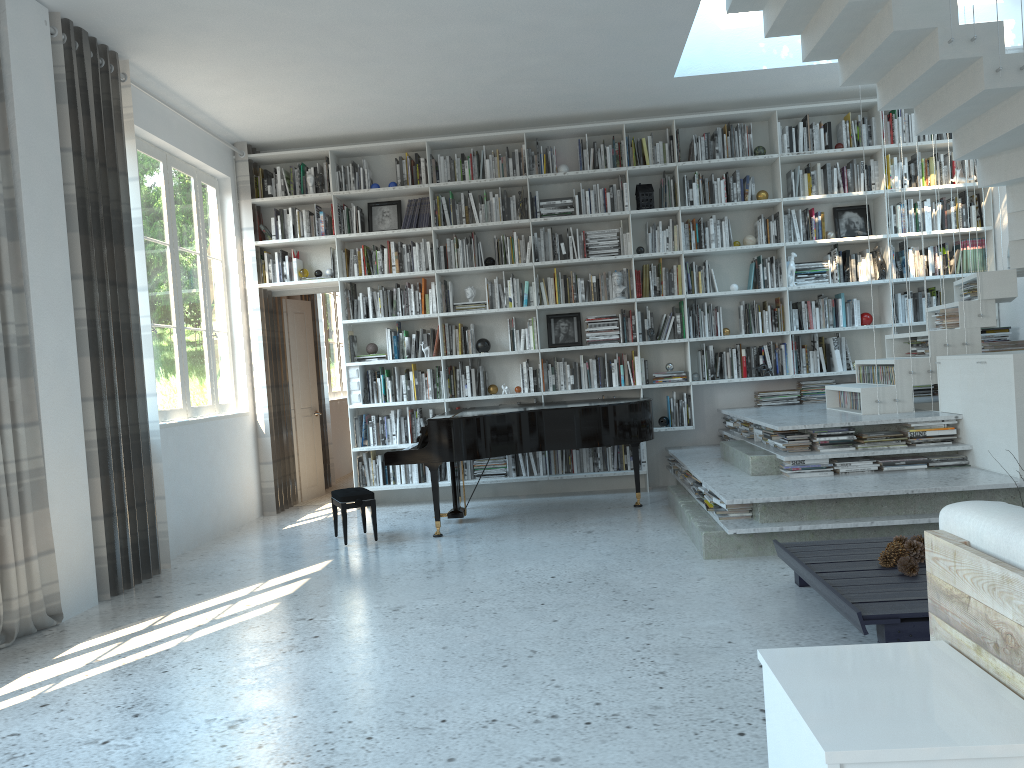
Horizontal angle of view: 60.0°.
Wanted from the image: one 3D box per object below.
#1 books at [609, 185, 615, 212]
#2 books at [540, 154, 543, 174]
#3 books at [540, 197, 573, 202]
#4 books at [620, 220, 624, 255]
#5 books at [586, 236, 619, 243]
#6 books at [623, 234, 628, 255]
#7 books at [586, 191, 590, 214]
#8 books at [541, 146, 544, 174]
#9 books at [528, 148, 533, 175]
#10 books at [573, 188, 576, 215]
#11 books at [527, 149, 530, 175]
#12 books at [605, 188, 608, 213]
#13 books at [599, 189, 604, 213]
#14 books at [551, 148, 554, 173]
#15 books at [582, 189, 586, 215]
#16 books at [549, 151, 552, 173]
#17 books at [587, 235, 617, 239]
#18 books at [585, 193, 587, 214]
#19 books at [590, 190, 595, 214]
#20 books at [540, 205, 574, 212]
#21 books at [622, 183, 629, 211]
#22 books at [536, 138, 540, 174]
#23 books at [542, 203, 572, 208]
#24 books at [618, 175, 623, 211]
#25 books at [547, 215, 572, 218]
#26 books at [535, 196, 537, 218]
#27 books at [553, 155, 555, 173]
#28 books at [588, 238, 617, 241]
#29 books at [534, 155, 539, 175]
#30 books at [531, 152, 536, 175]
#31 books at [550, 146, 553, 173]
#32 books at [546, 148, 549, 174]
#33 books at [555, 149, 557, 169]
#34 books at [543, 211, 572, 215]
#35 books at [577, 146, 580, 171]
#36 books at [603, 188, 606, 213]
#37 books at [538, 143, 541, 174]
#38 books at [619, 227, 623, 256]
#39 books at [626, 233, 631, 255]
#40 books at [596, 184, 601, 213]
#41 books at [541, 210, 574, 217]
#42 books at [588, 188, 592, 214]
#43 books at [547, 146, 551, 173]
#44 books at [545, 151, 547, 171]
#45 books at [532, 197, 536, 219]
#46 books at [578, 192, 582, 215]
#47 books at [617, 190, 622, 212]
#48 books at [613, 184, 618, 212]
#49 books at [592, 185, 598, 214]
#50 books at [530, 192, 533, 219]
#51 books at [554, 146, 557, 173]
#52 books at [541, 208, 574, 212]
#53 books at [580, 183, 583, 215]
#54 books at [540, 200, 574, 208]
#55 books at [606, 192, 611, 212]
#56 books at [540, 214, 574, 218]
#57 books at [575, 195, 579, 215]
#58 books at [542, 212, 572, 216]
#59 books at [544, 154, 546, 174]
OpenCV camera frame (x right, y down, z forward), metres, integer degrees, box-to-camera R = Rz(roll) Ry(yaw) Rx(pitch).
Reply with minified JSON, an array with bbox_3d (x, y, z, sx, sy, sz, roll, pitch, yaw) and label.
[{"bbox_3d":[0.859,-1.572,7.643,0.032,0.248,0.173,-4,1,4],"label":"books"},{"bbox_3d":[0.259,-1.877,7.700,0.011,0.205,0.145,-4,1,4],"label":"books"},{"bbox_3d":[0.387,-1.585,7.695,0.285,0.024,0.159,-4,1,4],"label":"books"},{"bbox_3d":[0.951,-1.246,7.666,0.012,0.319,0.139,-4,1,4],"label":"books"},{"bbox_3d":[0.782,-1.252,7.678,0.285,0.012,0.159,-4,1,3],"label":"books"},{"bbox_3d":[0.976,-1.188,7.663,0.029,0.198,0.172,-4,1,4],"label":"books"},{"bbox_3d":[0.655,-1.542,7.663,0.027,0.216,0.190,-4,1,4],"label":"books"},{"bbox_3d":[0.266,-1.907,7.672,0.011,0.265,0.163,-4,1,4],"label":"books"},{"bbox_3d":[0.165,-1.894,7.680,0.026,0.253,0.185,-4,1,4],"label":"books"},{"bbox_3d":[0.543,-1.553,7.673,0.012,0.254,0.161,-4,1,4],"label":"books"},{"bbox_3d":[0.147,-1.894,7.700,0.012,0.254,0.161,-4,1,4],"label":"books"},{"bbox_3d":[0.810,-1.560,7.651,0.012,0.230,0.158,-4,1,4],"label":"books"},{"bbox_3d":[0.771,-1.553,7.648,0.023,0.223,0.190,-4,1,4],"label":"books"},{"bbox_3d":[0.356,-1.906,7.692,0.013,0.249,0.148,-4,1,4],"label":"books"},{"bbox_3d":[0.620,-1.550,7.667,0.021,0.237,0.171,-4,1,4],"label":"books"},{"bbox_3d":[0.337,-1.889,7.677,0.016,0.219,0.144,-4,1,4],"label":"books"},{"bbox_3d":[0.780,-1.263,7.668,0.254,0.012,0.161,-4,1,9],"label":"books"},{"bbox_3d":[0.638,-1.535,7.679,0.011,0.204,0.133,-4,1,4],"label":"books"},{"bbox_3d":[0.695,-1.546,7.663,0.028,0.219,0.183,-4,1,4],"label":"books"},{"bbox_3d":[0.391,-1.512,7.685,0.285,0.024,0.159,-4,1,9],"label":"books"},{"bbox_3d":[0.970,-1.573,7.582,0.037,0.237,0.272,-4,1,4],"label":"books"},{"bbox_3d":[0.231,-1.943,7.693,0.014,0.341,0.145,-4,2,4],"label":"books"},{"bbox_3d":[0.390,-1.536,7.687,0.254,0.025,0.161,-4,1,0],"label":"books"},{"bbox_3d":[0.936,-1.620,7.647,0.012,0.334,0.155,-4,1,4],"label":"books"},{"bbox_3d":[0.396,-1.434,7.690,0.254,0.012,0.161,-4,1,8],"label":"books"},{"bbox_3d":[0.213,-1.512,7.702,0.013,0.218,0.141,-4,1,4],"label":"books"},{"bbox_3d":[0.369,-1.875,7.682,0.010,0.187,0.152,-4,1,4],"label":"books"},{"bbox_3d":[0.782,-1.239,7.675,0.254,0.012,0.161,-4,1,6],"label":"books"},{"bbox_3d":[0.215,-1.868,7.683,0.026,0.194,0.166,-4,1,4],"label":"books"},{"bbox_3d":[0.191,-1.883,7.697,0.023,0.228,0.157,-4,1,4],"label":"books"},{"bbox_3d":[0.346,-1.908,7.673,0.005,0.255,0.168,-4,1,4],"label":"books"},{"bbox_3d":[0.309,-1.902,7.689,0.014,0.248,0.139,-4,1,4],"label":"books"},{"bbox_3d":[0.386,-1.901,7.693,0.004,0.235,0.137,-4,1,4],"label":"books"},{"bbox_3d":[0.393,-1.470,7.691,0.254,0.012,0.161,-4,1,1],"label":"books"},{"bbox_3d":[0.579,-1.919,7.671,0.012,0.245,0.151,-4,1,4],"label":"books"},{"bbox_3d":[0.799,-1.559,7.658,0.010,0.230,0.152,-4,1,4],"label":"books"},{"bbox_3d":[0.245,-1.921,7.687,0.010,0.296,0.153,-4,1,4],"label":"books"},{"bbox_3d":[0.940,-1.213,7.652,0.012,0.254,0.161,-4,1,4],"label":"books"},{"bbox_3d":[1.005,-1.193,7.667,0.030,0.205,0.158,-4,1,4],"label":"books"},{"bbox_3d":[0.747,-1.575,7.658,0.023,0.269,0.184,-4,1,4],"label":"books"},{"bbox_3d":[0.392,-1.482,7.691,0.285,0.012,0.159,-4,1,1],"label":"books"},{"bbox_3d":[0.674,-1.557,7.674,0.012,0.244,0.131,-4,1,4],"label":"books"},{"bbox_3d":[0.321,-1.911,7.681,0.013,0.264,0.147,-4,1,4],"label":"books"},{"bbox_3d":[0.301,-1.894,7.703,0.006,0.233,0.136,-4,1,4],"label":"books"},{"bbox_3d":[0.193,-1.502,7.690,0.027,0.201,0.167,-4,1,4],"label":"books"},{"bbox_3d":[0.589,-1.541,7.695,0.024,0.223,0.128,-4,1,4],"label":"books"},{"bbox_3d":[0.920,-1.553,7.641,0.029,0.202,0.191,-4,1,4],"label":"books"},{"bbox_3d":[0.890,-1.581,7.656,0.029,0.261,0.133,-4,1,4],"label":"books"},{"bbox_3d":[0.722,-1.575,7.680,0.029,0.273,0.140,-4,1,4],"label":"books"},{"bbox_3d":[0.173,-1.527,7.711,0.012,0.254,0.161,-4,1,4],"label":"books"},{"bbox_3d":[0.376,-1.910,7.674,0.011,0.256,0.143,-4,1,4],"label":"books"},{"bbox_3d":[0.392,-1.494,7.693,0.285,0.012,0.159,-4,1,2],"label":"books"},{"bbox_3d":[0.601,-1.572,7.652,0.011,0.284,0.190,-4,1,4],"label":"books"},{"bbox_3d":[0.388,-1.561,7.691,0.285,0.024,0.159,-4,1,6],"label":"books"},{"bbox_3d":[0.832,-1.540,7.646,0.029,0.188,0.176,-4,1,4],"label":"books"},{"bbox_3d":[0.395,-1.446,7.692,0.285,0.012,0.159,-4,1,7],"label":"books"},{"bbox_3d":[0.564,-1.521,7.668,0.025,0.187,0.193,-4,1,4],"label":"books"},{"bbox_3d":[0.394,-1.458,7.688,0.254,0.012,0.161,-4,1,9],"label":"books"},{"bbox_3d":[0.286,-1.874,7.684,0.023,0.195,0.172,-4,1,4],"label":"books"}]
